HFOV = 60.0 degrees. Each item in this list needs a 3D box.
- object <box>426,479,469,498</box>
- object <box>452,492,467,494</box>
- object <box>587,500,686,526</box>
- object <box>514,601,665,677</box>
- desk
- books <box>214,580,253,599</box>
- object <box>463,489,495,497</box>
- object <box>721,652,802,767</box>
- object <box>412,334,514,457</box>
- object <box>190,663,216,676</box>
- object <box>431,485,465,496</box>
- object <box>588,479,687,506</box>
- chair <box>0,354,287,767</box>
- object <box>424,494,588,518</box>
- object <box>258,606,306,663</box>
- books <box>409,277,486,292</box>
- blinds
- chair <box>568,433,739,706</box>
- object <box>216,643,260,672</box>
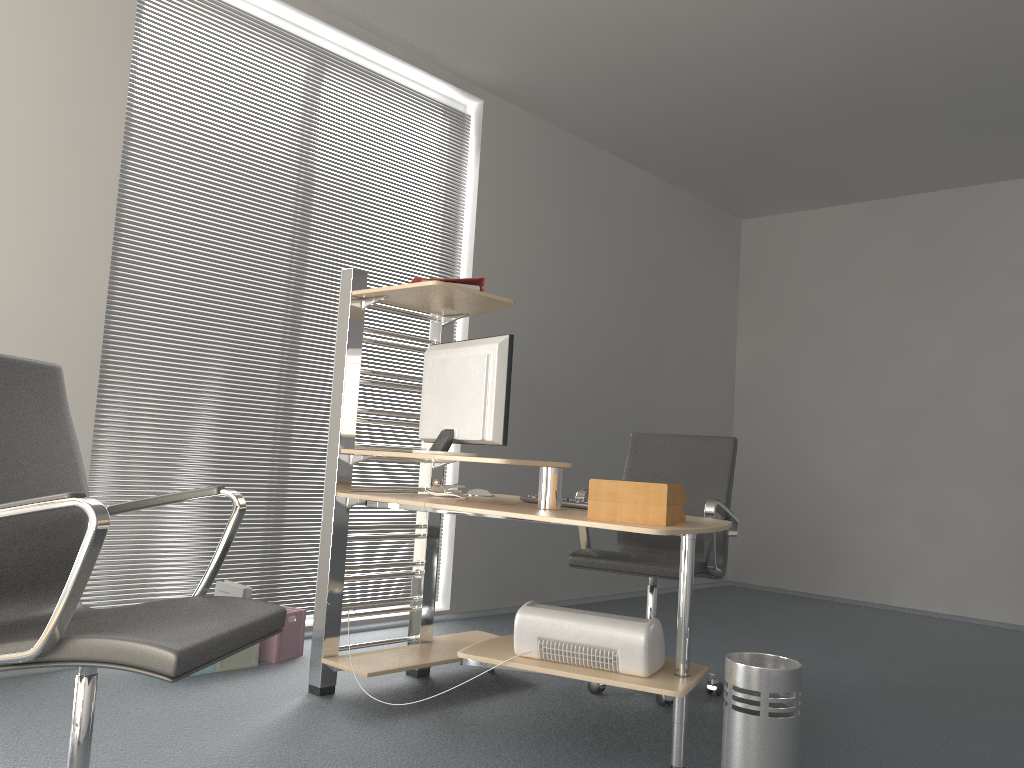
[{"bbox_3d":[-0.247,0.400,3.403,0.159,0.064,0.054,3,-5,9],"label":"object"},{"bbox_3d":[-0.199,0.456,3.716,0.011,0.011,0.158,0,-6,39],"label":"object"},{"bbox_3d":[0.376,0.375,2.631,0.225,0.060,0.309,2,-5,21],"label":"object"},{"bbox_3d":[0.272,0.785,2.806,0.438,0.162,0.351,1,-5,26],"label":"object"},{"bbox_3d":[0.167,0.387,3.152,1.469,1.566,0.967,-1,-7,42],"label":"desk"},{"bbox_3d":[-1.154,0.966,3.604,0.220,0.306,0.068,-1,-7,42],"label":"books"},{"bbox_3d":[-0.135,0.448,3.663,0.132,0.026,0.132,-1,-7,42],"label":"object"},{"bbox_3d":[0.700,0.969,2.495,0.208,0.377,0.208,4,-5,-4],"label":"object"},{"bbox_3d":[-0.220,0.044,3.156,0.245,0.418,0.516,6,-5,-26],"label":"object"},{"bbox_3d":[-1.292,1.016,3.451,0.245,0.202,0.185,-1,-7,42],"label":"object"},{"bbox_3d":[-0.253,0.419,3.507,0.134,0.042,0.022,4,-5,-6],"label":"object"},{"bbox_3d":[0.380,0.319,2.636,0.225,0.060,0.309,2,-5,21],"label":"object"},{"bbox_3d":[-0.848,0.466,1.768,0.652,1.048,0.584,3,-5,8],"label":"chair"},{"bbox_3d":[0.046,0.436,3.095,0.814,0.082,0.478,8,-6,-40],"label":"object"},{"bbox_3d":[-1.038,1.059,3.772,0.245,0.202,0.185,1,-5,24],"label":"object"},{"bbox_3d":[-0.266,-0.356,3.359,0.262,0.072,0.320,5,-5,-15],"label":"books"},{"bbox_3d":[-0.978,-0.284,4.280,0.022,2.770,1.950,-1,-7,42],"label":"blinds"},{"bbox_3d":[0.589,0.716,3.656,0.584,1.048,0.652,1,-6,29],"label":"chair"},{"bbox_3d":[-1.168,1.035,3.588,0.245,0.202,0.185,-1,-7,42],"label":"object"}]
